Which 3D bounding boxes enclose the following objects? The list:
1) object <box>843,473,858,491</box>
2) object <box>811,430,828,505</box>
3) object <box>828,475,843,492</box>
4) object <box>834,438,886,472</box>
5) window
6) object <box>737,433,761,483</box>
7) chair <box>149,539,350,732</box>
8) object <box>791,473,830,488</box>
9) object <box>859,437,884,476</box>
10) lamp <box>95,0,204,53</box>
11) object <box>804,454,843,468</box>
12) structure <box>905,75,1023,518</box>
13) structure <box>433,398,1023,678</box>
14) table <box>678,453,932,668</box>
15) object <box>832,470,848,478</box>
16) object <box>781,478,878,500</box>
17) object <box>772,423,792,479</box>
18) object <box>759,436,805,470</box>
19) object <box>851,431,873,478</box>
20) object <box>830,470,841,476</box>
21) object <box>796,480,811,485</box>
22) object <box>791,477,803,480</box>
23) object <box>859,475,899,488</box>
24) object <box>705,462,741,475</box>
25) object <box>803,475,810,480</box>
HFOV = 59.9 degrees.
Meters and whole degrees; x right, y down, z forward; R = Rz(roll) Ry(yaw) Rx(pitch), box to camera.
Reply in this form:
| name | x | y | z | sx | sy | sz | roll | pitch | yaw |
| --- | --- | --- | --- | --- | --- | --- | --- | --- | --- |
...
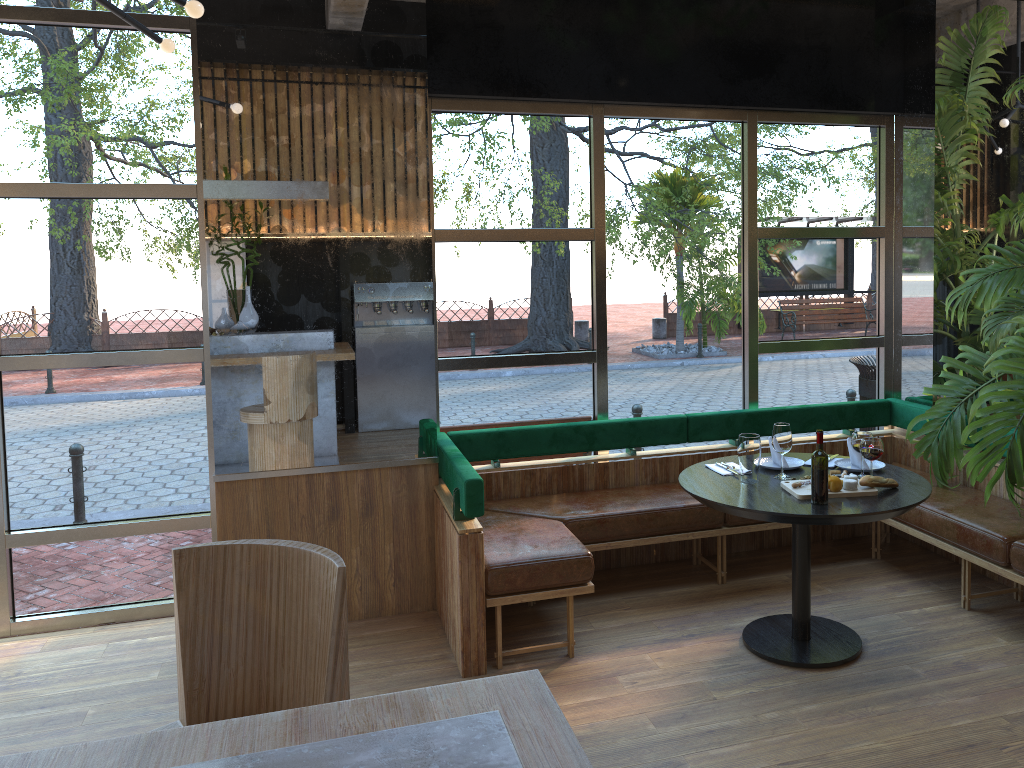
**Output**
| name | x | y | z | sx | sy | sz | roll | pitch | yaw |
| --- | --- | --- | --- | --- | --- | --- | --- | --- | --- |
| object | 1.451 | 0.414 | 3.805 | 0.059 | 0.038 | 0.209 | 2 | 8 | 21 |
| object | 1.247 | 0.335 | 3.598 | 0.068 | 0.297 | 0.069 | -1 | 4 | 1 |
| object | 1.357 | 0.410 | 3.746 | 0.178 | 0.064 | 0.091 | -8 | 10 | -44 |
| object | 1.636 | 0.332 | 4.177 | 0.243 | 0.138 | 0.224 | -5 | 8 | -31 |
| window | -2.924 | -1.713 | 1.927 | 20.898 | 6.459 | 4.060 | -3 | 5 | -17 |
| object | 1.060 | 0.332 | 3.962 | 0.102 | 0.208 | 0.109 | 0 | 5 | 20 |
| chair | -0.613 | 0.882 | 1.833 | 0.553 | 0.963 | 0.545 | -2 | 5 | -5 |
| object | 1.261 | 0.382 | 3.743 | 0.105 | 0.123 | 0.134 | -5 | 7 | -33 |
| object | 1.571 | 0.339 | 3.879 | 0.106 | 0.199 | 0.099 | -3 | 5 | -26 |
| lamp | -2.407 | -1.831 | 0.733 | 19.416 | 1.810 | 4.991 | -3 | 8 | -17 |
| object | 1.526 | 0.368 | 4.321 | 0.151 | 0.019 | 0.268 | 5 | 10 | 35 |
| structure | 3.612 | -0.591 | 4.499 | 2.796 | 3.413 | 2.335 | -4 | 6 | -30 |
| structure | -2.624 | 0.888 | 1.022 | 20.661 | 1.538 | 5.917 | -3 | 8 | -17 |
| table | 1.307 | 0.801 | 4.012 | 1.051 | 0.745 | 1.157 | 5 | 9 | 44 |
| object | 1.457 | 0.412 | 3.984 | 0.127 | 0.028 | 0.099 | -1 | 8 | -1 |
| object | 1.352 | 0.445 | 3.795 | 0.357 | 0.019 | 0.238 | -2 | 8 | -6 |
| object | 1.223 | 0.302 | 4.020 | 0.097 | 0.243 | 0.089 | -4 | 5 | -32 |
| object | 1.281 | 0.329 | 4.241 | 0.243 | 0.138 | 0.224 | -5 | 8 | -31 |
| object | 1.585 | 0.320 | 4.015 | 0.106 | 0.199 | 0.099 | -3 | 5 | -26 |
| object | 1.472 | 0.406 | 4.043 | 0.046 | 0.025 | 0.025 | -1 | 6 | 2 |
| object | 1.336 | 0.422 | 3.847 | 0.225 | 0.013 | 0.101 | -3 | 8 | -12 |
| object | 1.259 | 0.427 | 3.955 | 0.154 | 0.013 | 0.060 | -4 | 8 | -22 |
| object | 1.559 | 0.418 | 3.780 | 0.220 | 0.071 | 0.056 | -5 | 6 | -26 |
| object | 1.027 | 0.397 | 4.176 | 0.161 | 0.019 | 0.251 | -3 | 8 | -13 |
| object | 1.306 | 0.421 | 3.932 | 0.038 | 0.031 | 0.034 | 0 | 6 | 10 |
